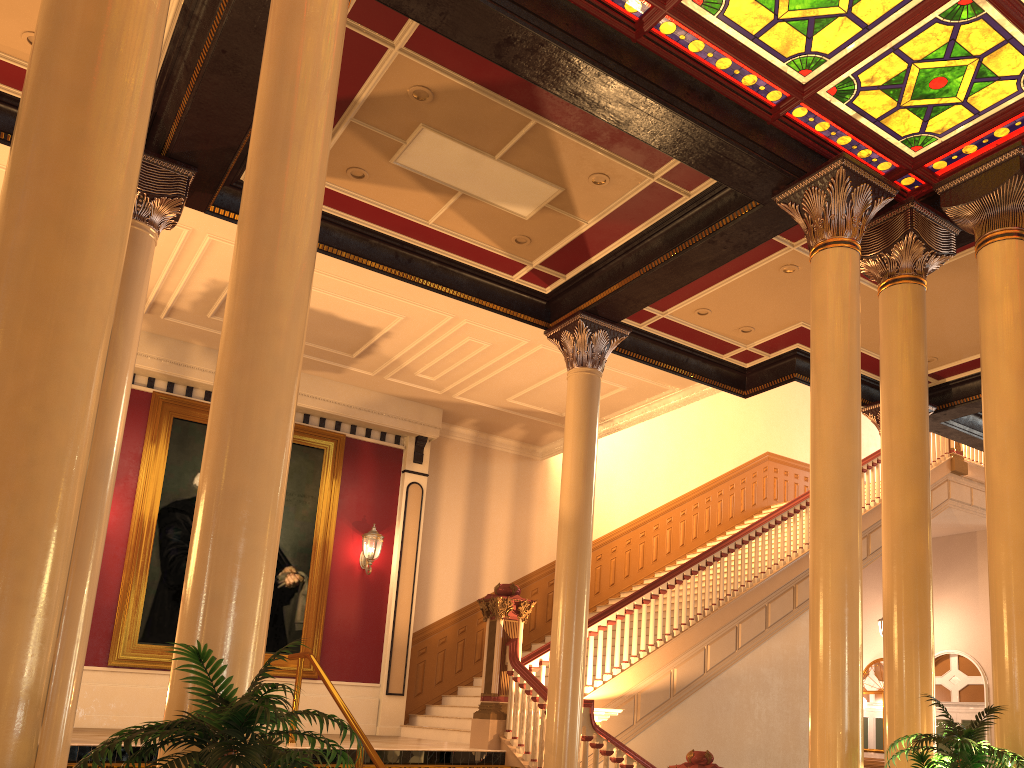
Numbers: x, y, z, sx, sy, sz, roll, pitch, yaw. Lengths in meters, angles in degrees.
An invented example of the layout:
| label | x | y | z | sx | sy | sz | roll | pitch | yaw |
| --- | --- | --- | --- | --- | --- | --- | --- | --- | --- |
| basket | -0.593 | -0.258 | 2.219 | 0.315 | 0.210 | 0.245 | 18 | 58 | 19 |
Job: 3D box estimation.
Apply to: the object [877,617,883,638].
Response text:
| label | x | y | z | sx | sy | sz | roll | pitch | yaw |
| --- | --- | --- | --- | --- | --- | --- | --- | --- | --- |
| object | -2.545 | 0.140 | 5.091 | 0.650 | 4.160 | 31.914 | -6 | -21 | 38 |

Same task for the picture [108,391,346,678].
| label | x | y | z | sx | sy | sz | roll | pitch | yaw |
| --- | --- | --- | --- | --- | --- | --- | --- | --- | --- |
| picture | -3.578 | 2.027 | 11.366 | 2.679 | 3.334 | 0.054 | 13 | -15 | -33 |

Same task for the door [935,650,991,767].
| label | x | y | z | sx | sy | sz | roll | pitch | yaw |
| --- | --- | --- | --- | --- | --- | --- | --- | --- | --- |
| door | 8.341 | 6.761 | 16.384 | 0.211 | 3.359 | 1.454 | 11 | -15 | -30 |

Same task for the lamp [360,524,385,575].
| label | x | y | z | sx | sy | sz | roll | pitch | yaw |
| --- | --- | --- | --- | --- | --- | --- | --- | --- | --- |
| lamp | -1.992 | 2.330 | 12.254 | 0.334 | 0.705 | 0.389 | 12 | -16 | -31 |

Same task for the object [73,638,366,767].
| label | x | y | z | sx | sy | sz | roll | pitch | yaw |
| --- | --- | --- | --- | --- | --- | --- | --- | --- | --- |
| object | -0.917 | 1.857 | 2.725 | 1.146 | 2.078 | 1.010 | 16 | -19 | -42 |

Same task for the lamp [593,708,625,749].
| label | x | y | z | sx | sy | sz | roll | pitch | yaw |
| --- | --- | --- | --- | --- | --- | --- | --- | --- | --- |
| lamp | 0.837 | 4.390 | 9.020 | 0.594 | 1.944 | 0.587 | 7 | -13 | -14 |

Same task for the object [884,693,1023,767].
| label | x | y | z | sx | sy | sz | roll | pitch | yaw |
| --- | --- | --- | --- | --- | --- | --- | --- | --- | --- |
| object | 2.596 | 2.896 | 5.070 | 1.057 | 2.078 | 1.096 | -1 | -14 | 16 |
